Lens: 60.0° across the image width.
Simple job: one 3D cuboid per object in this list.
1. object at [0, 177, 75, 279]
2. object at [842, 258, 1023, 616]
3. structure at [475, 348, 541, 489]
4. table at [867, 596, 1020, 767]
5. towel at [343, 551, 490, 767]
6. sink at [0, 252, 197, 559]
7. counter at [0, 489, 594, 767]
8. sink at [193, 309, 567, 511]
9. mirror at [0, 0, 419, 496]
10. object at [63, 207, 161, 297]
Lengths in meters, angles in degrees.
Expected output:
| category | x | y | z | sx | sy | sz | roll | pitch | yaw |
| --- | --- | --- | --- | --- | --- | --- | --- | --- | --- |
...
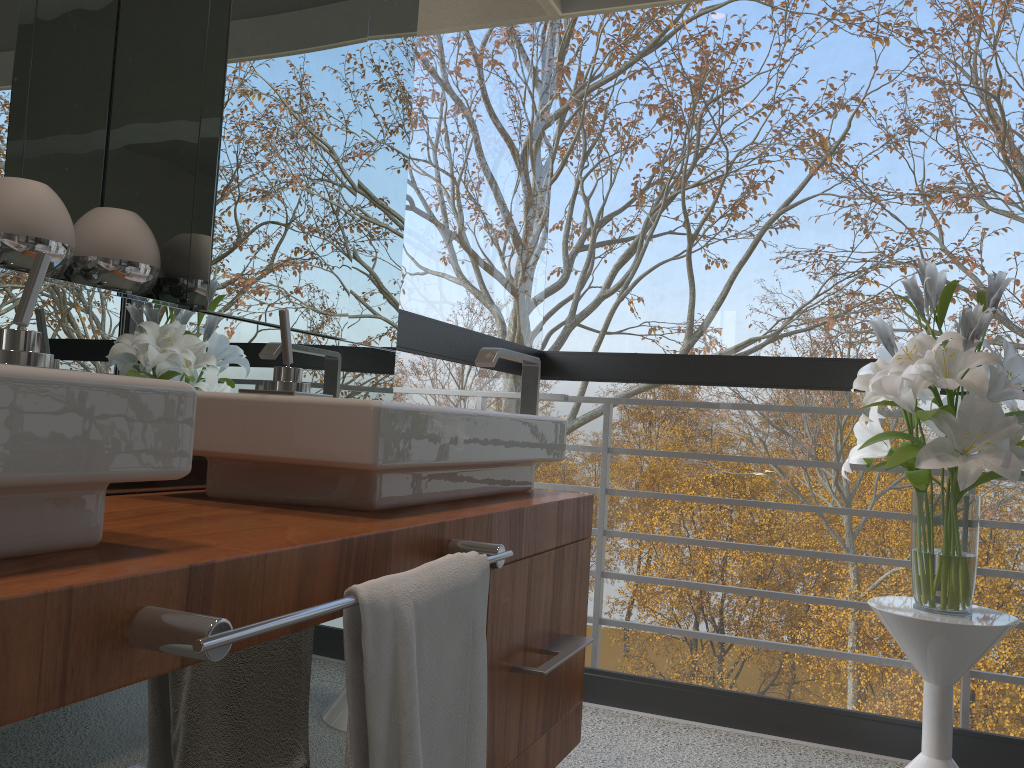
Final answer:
| category | x | y | z | sx | sy | sz | roll | pitch | yaw |
| --- | --- | --- | --- | --- | --- | --- | --- | --- | --- |
| object | -0.658 | -0.204 | 1.184 | 0.136 | 0.131 | 0.136 | 5 | -3 | -26 |
| object | 0.973 | 0.110 | 2.014 | 0.459 | 0.796 | 0.450 | 6 | -4 | -40 |
| structure | -0.027 | 0.427 | 1.857 | 0.069 | 0.989 | 0.303 | 2 | -3 | 22 |
| table | 0.950 | 0.746 | 1.979 | 0.307 | 0.479 | 0.307 | 3 | -3 | 6 |
| towel | -0.087 | 0.373 | 0.931 | 0.079 | 0.369 | 0.302 | 2 | -3 | 23 |
| sink | -0.584 | -0.016 | 0.525 | 0.352 | 0.266 | 0.749 | 2 | -3 | 22 |
| counter | -0.374 | 0.503 | 0.954 | 0.525 | 0.705 | 1.847 | 2 | -3 | 22 |
| sink | -0.189 | 0.054 | 1.507 | 0.352 | 0.266 | 0.749 | 2 | -3 | 22 |
| mirror | -0.657 | -0.655 | 1.189 | 0.253 | 1.618 | 1.789 | 2 | -3 | 22 |
| object | -0.599 | -0.193 | 1.329 | 0.136 | 0.131 | 0.136 | 5 | -3 | -26 |
